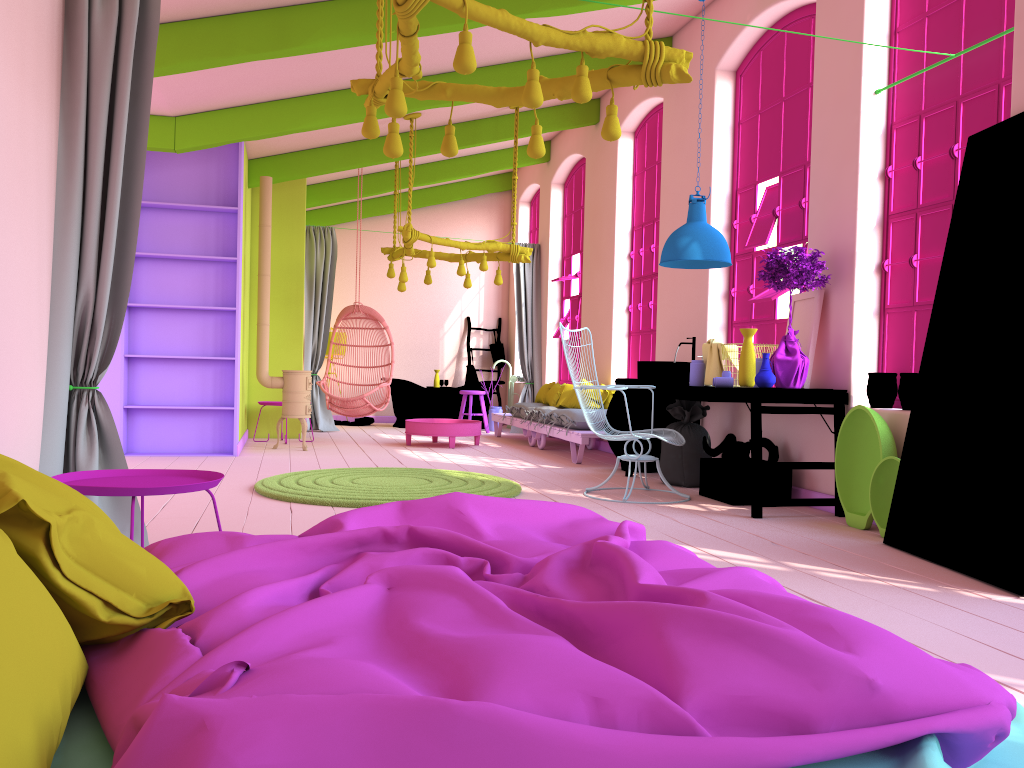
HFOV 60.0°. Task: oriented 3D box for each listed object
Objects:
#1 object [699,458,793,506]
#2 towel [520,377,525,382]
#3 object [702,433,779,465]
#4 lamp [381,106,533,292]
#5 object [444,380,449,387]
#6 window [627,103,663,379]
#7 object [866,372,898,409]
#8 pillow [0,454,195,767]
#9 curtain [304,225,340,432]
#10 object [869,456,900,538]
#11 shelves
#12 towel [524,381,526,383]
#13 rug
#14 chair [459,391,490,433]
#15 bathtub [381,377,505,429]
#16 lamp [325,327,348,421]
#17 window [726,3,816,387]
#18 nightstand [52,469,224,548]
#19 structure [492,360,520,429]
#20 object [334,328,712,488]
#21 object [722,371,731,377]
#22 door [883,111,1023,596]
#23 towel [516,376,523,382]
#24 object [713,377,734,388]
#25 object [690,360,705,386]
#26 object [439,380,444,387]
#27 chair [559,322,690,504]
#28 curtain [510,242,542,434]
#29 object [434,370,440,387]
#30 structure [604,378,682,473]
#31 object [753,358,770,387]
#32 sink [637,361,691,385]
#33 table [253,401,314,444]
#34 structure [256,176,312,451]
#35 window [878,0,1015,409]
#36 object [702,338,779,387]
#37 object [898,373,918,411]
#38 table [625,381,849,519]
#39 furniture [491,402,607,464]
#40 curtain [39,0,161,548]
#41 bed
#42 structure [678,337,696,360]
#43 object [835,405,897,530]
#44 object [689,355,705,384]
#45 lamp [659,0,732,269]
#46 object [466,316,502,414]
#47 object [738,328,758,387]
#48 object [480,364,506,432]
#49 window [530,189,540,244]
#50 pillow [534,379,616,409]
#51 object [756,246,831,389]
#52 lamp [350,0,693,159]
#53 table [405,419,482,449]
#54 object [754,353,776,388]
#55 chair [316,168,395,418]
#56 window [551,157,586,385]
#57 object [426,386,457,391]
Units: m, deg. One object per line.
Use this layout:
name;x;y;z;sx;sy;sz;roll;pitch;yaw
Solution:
object;1.662;0.692;6.344;0.446;0.277;0.521;1;1;-14
towel;0.268;-0.075;13.596;0.247;0.102;0.262;1;1;-24
object;1.660;0.596;6.491;0.300;0.448;0.672;1;1;-39
lamp;-0.853;-2.159;10.114;1.611;2.265;1.775;1;1;-32
object;-0.994;0.020;13.413;0.069;0.170;0.069;2;1;5
window;1.491;-1.435;9.374;0.072;3.048;1.274;1;1;-14
object;2.313;0.040;5.544;0.182;0.223;0.182;1;1;-37
pillow;-0.958;0.414;1.474;0.848;0.822;2.616;1;1;-25
curtain;-2.606;-0.767;11.934;0.518;2.786;0.525;1;2;-33
object;2.156;0.632;4.946;0.137;0.463;0.284;1;2;-29
shelves;-3.492;-0.871;8.260;1.842;3.105;0.384;1;1;-14
towel;0.332;-0.069;13.335;0.262;0.102;0.247;1;1;-19
rug;-0.884;0.739;6.466;1.889;0.050;1.888;1;1;-27
chair;-0.575;0.392;12.423;0.446;0.593;0.473;3;2;45
bathtub;-1.043;0.291;13.443;1.889;0.740;0.826;1;1;-14
lamp;-2.800;-0.140;13.631;0.491;1.467;0.476;2;1;16
window;2.100;-1.377;6.991;0.492;3.004;1.497;1;1;-14
nightstand;-1.366;0.563;3.233;0.596;0.459;0.596;2;1;23
structure;-0.065;0.159;13.666;0.451;1.062;0.254;2;2;29
object;-0.601;-0.075;10.466;2.827;1.580;7.862;1;1;-14
object;1.545;-0.035;6.391;0.065;0.118;0.065;2;2;34
door;2.291;-0.222;4.189;0.450;2.211;1.153;1;1;-4
towel;0.202;-0.080;13.855;0.262;0.102;0.247;1;1;-14
object;1.501;-0.011;6.312;0.137;0.076;0.076;2;1;6
object;1.409;-0.082;6.745;0.109;0.197;0.109;1;1;-22
object;-1.051;0.021;13.231;0.069;0.170;0.069;2;1;5
chair;0.840;0.193;6.414;0.925;1.239;1.078;2;1;20
curtain;0.243;-0.646;12.650;0.518;2.786;0.525;2;1;5
object;-1.135;-0.056;13.377;0.097;0.321;0.097;1;1;-3
structure;1.199;0.373;8.106;0.718;0.845;0.718;3;2;43
object;1.684;-0.074;5.967;0.109;0.197;0.109;2;1;23
sink;1.257;-0.093;7.218;0.340;0.194;0.609;1;1;-14
table;-2.608;0.433;10.155;0.596;0.459;0.596;2;1;23
structure;-2.348;-0.724;9.318;0.577;2.815;0.403;2;1;3
window;2.566;-1.347;5.130;0.072;3.048;1.274;1;1;-14
object;1.663;-0.156;6.623;0.444;0.369;0.633;1;1;-14
object;2.386;0.046;5.255;0.182;0.223;0.182;1;1;-32
table;1.568;0.413;6.643;0.655;0.821;2.192;1;1;-14
furniture;0.532;0.492;10.292;0.907;0.507;3.774;1;1;-14
curtain;-1.785;-0.620;3.792;0.518;2.786;0.525;1;2;-33
bed;0.030;0.596;1.995;2.802;0.514;3.575;1;1;-14
structure;1.433;-0.189;7.285;0.166;0.397;0.087;1;1;-5
object;2.150;0.493;5.279;0.218;0.734;0.450;1;1;-14
object;1.517;-0.108;7.042;0.165;0.250;0.410;2;1;21
lamp;1.373;-1.875;6.488;0.528;2.002;0.528;2;1;17
object;-0.441;-0.208;14.334;0.603;1.765;0.410;1;1;-14
object;1.557;-0.173;5.859;0.116;0.383;0.116;0;2;-40
object;-0.266;0.194;12.848;0.451;0.988;0.277;2;2;30
window;0.419;-1.523;13.600;0.072;3.048;1.274;1;1;-14
pillow;0.684;0.130;10.404;0.578;0.399;1.997;1;1;-14
object;1.836;-0.444;5.865;0.502;0.951;0.441;2;2;36
lamp;-0.206;-2.261;4.557;1.611;2.265;1.775;1;1;-32
table;-0.794;0.568;10.255;0.885;0.285;0.885;2;1;12
object;1.622;-0.087;5.674;0.132;0.219;0.132;2;1;3
chair;-1.796;-1.172;10.309;0.860;3.130;0.806;2;1;6
window;0.888;-1.475;11.751;0.551;3.010;1.513;1;1;-14
object;-1.069;0.078;13.430;0.360;0.068;1.323;1;1;-14
